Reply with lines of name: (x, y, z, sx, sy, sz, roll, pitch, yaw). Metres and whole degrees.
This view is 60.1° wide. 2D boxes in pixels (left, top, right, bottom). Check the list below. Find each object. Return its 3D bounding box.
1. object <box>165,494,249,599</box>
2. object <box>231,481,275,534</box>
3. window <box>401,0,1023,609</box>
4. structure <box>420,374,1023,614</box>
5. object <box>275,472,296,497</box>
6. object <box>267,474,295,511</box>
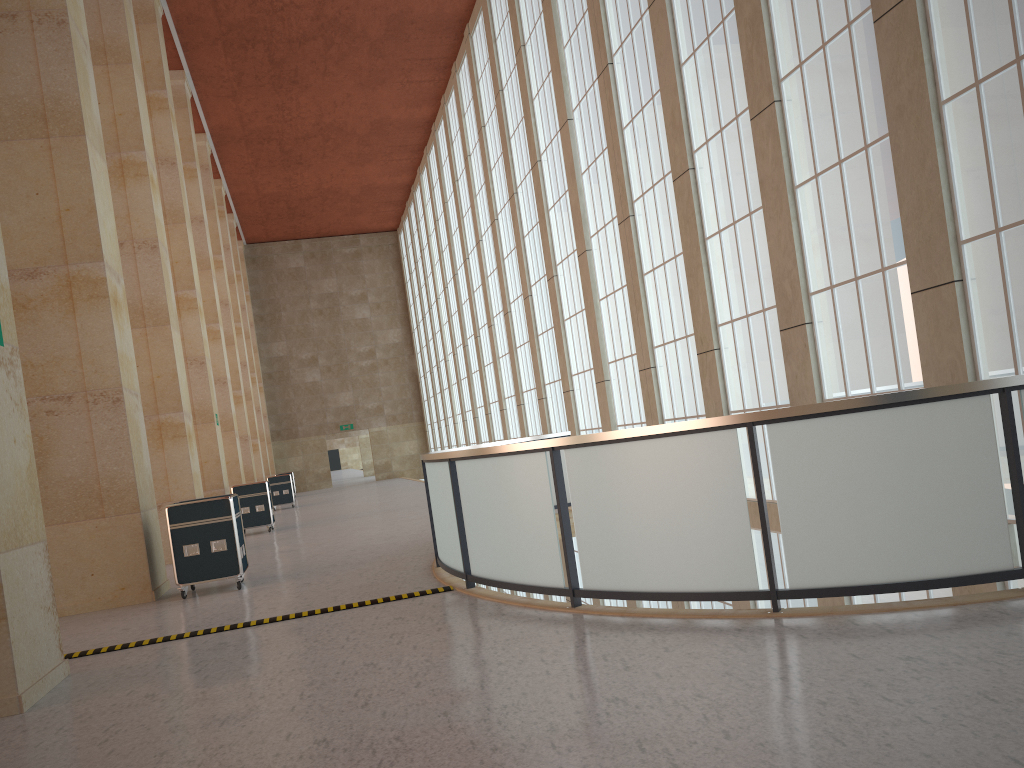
object: (-5.051, 2.675, 14.755, 1.053, 1.542, 1.276, -8, -1, -13)
object: (-7.827, 3.766, 26.860, 1.053, 1.542, 1.276, -8, -1, -13)
window: (-9.169, 4.483, 77.337, 0.010, 28.636, 165.388, -8, -3, -13)
structure: (1.482, 1.519, 12.579, 5.227, 1.795, 13.134, -7, -3, -23)
object: (-13.492, 6.064, 52.842, 1.053, 1.542, 1.276, -8, -1, -13)
object: (-10.439, 4.898, 40.107, 1.053, 1.542, 1.276, -8, -1, -13)
